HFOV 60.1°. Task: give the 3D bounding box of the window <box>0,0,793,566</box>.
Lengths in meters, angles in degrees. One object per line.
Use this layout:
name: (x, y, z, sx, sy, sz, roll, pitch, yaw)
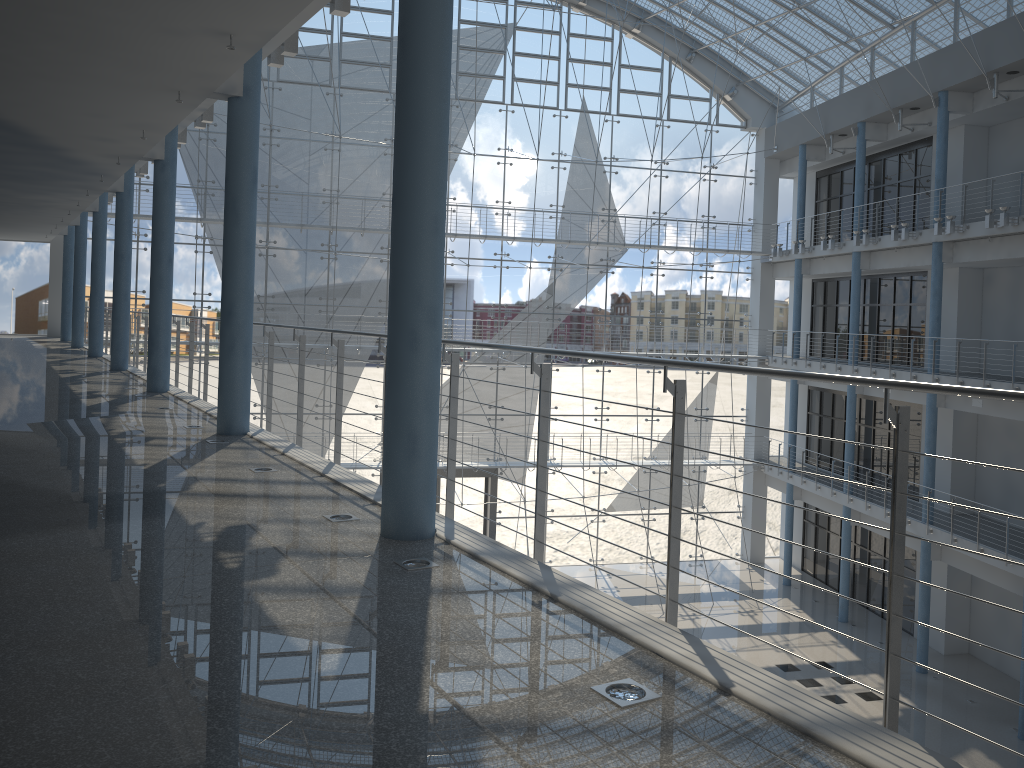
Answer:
window: (-0.361, -0.513, 4.090, 3.846, 2.771, 0.010, 1, 1, -15)
